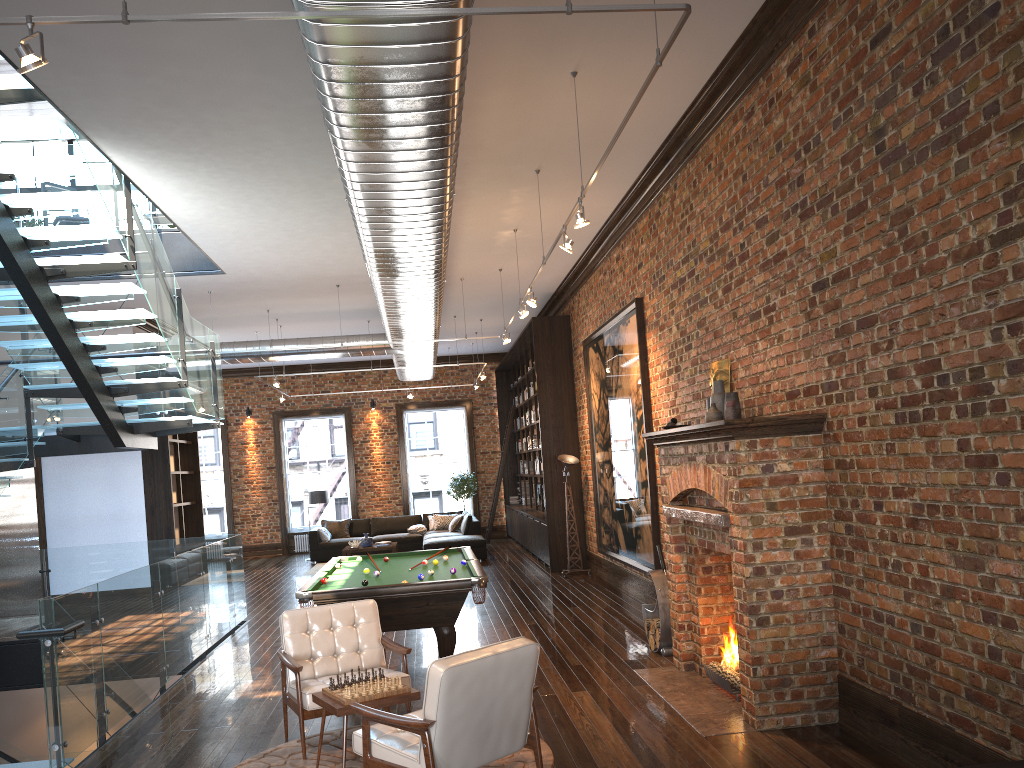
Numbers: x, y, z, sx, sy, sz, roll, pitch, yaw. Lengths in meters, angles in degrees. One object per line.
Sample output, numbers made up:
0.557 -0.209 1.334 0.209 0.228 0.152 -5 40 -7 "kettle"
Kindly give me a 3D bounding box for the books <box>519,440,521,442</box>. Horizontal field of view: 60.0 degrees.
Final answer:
0.262 1.443 20.739 0.179 0.298 0.015 -4 0 -6 "books"

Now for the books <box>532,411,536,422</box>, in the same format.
0.538 0.642 17.334 0.272 0.240 0.083 -4 -1 -6 "books"

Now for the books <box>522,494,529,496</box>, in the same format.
0.296 2.625 20.986 0.210 0.019 0.343 -4 -5 -2 "books"

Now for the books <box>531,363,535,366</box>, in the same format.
0.499 -0.390 17.152 0.205 0.017 0.361 -3 -5 -9 "books"

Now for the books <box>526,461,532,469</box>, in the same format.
0.387 1.887 20.071 0.129 0.282 0.030 -4 0 -6 "books"

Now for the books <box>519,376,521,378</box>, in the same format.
0.257 -0.155 19.701 0.192 0.007 0.366 -4 -5 -4 "books"

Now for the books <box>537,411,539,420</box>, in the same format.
0.593 0.603 16.811 0.223 0.209 0.065 -4 -1 -6 "books"

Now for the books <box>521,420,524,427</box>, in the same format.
0.287 0.915 19.987 0.185 0.210 0.069 -4 -1 -6 "books"

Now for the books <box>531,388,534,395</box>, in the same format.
0.485 0.169 17.497 0.193 0.202 0.027 -4 0 -6 "books"

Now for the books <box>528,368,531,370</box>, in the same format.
0.428 -0.307 17.879 0.199 0.017 0.304 -3 -5 -11 "books"

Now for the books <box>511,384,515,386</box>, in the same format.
0.107 0.009 21.032 0.230 0.015 0.314 -3 -5 -10 "books"

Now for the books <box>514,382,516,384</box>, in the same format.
0.129 -0.030 21.035 0.190 0.017 0.301 -3 -5 -8 "books"

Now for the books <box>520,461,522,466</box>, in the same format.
0.293 1.956 20.846 0.183 0.300 0.015 -4 0 -6 "books"

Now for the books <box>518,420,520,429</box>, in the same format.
0.248 0.944 20.395 0.191 0.229 0.034 -4 0 -6 "books"

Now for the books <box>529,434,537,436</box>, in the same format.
0.455 1.243 18.862 0.161 0.331 0.006 -4 0 -6 "books"

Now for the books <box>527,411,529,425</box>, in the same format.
0.427 0.724 18.588 0.183 0.313 0.013 -4 0 -6 "books"

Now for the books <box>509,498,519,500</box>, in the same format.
0.048 2.726 21.016 0.205 0.015 0.266 -3 -5 -8 "books"

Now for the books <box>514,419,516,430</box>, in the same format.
0.148 0.989 21.189 0.176 0.295 0.017 -4 0 -6 "books"

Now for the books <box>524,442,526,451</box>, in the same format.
0.379 1.350 19.277 0.235 0.202 0.046 -4 -1 -6 "books"

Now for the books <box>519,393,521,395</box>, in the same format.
0.222 0.378 20.329 0.167 0.337 0.016 -4 0 -6 "books"

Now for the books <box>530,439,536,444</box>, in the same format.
0.462 1.286 18.789 0.147 0.232 0.036 -4 0 -6 "books"

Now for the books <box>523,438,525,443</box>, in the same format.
0.351 1.348 19.690 0.185 0.285 0.036 -4 0 -6 "books"

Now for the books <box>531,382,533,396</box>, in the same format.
0.476 0.124 17.675 0.186 0.328 0.069 -4 -1 -6 "books"

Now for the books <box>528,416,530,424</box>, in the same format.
0.441 0.764 18.511 0.182 0.217 0.034 -4 0 -6 "books"

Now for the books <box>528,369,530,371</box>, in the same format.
0.439 -0.294 17.879 0.203 0.011 0.309 -4 -5 -6 "books"

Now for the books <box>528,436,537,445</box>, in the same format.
0.437 1.264 18.840 0.188 0.287 0.013 -4 0 -6 "books"

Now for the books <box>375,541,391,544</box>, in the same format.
-2.505 3.088 17.234 0.206 0.028 0.262 -7 -6 26 "books"

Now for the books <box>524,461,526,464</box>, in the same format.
0.371 1.903 20.250 0.159 0.285 0.014 -4 0 -6 "books"

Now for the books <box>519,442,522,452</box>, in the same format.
0.282 1.435 20.251 0.231 0.224 0.024 -4 0 -6 "books"

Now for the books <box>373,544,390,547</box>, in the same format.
-2.489 3.083 16.894 0.261 0.024 0.206 -1 -6 -28 "books"

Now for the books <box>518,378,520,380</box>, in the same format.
0.247 -0.119 19.700 0.216 0.018 0.378 -3 -5 -8 "books"

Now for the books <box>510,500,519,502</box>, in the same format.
0.049 2.770 21.015 0.200 0.019 0.256 -4 -5 -4 "books"

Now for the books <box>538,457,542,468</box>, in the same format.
0.612 1.612 17.551 0.182 0.335 0.015 -4 0 -6 "books"

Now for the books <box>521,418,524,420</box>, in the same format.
0.292 0.897 20.008 0.166 0.249 0.079 -4 -1 -6 "books"

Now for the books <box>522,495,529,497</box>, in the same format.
0.314 2.594 20.541 0.176 0.005 0.289 -4 -5 0 "books"

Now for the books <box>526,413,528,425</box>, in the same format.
0.400 0.764 18.856 0.178 0.285 0.088 -4 -1 -6 "books"

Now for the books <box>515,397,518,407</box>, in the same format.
0.199 0.417 20.275 0.234 0.252 0.028 -4 0 -6 "books"

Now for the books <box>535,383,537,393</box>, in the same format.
0.531 0.107 17.133 0.190 0.254 0.062 -4 -1 -6 "books"

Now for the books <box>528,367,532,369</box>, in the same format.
0.423 -0.322 17.878 0.215 0.015 0.321 -3 -5 -9 "books"

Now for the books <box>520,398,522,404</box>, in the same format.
0.274 0.411 19.936 0.170 0.195 0.084 -4 -1 -6 "books"

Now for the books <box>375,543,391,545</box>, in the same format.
-2.505 3.115 17.241 0.206 0.024 0.262 -7 -6 28 "books"

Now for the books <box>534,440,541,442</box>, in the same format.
0.557 1.117 17.443 0.243 0.015 0.165 -4 -5 -3 "books"

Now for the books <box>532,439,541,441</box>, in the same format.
0.555 1.099 17.444 0.285 0.012 0.160 -3 -5 -10 "books"
